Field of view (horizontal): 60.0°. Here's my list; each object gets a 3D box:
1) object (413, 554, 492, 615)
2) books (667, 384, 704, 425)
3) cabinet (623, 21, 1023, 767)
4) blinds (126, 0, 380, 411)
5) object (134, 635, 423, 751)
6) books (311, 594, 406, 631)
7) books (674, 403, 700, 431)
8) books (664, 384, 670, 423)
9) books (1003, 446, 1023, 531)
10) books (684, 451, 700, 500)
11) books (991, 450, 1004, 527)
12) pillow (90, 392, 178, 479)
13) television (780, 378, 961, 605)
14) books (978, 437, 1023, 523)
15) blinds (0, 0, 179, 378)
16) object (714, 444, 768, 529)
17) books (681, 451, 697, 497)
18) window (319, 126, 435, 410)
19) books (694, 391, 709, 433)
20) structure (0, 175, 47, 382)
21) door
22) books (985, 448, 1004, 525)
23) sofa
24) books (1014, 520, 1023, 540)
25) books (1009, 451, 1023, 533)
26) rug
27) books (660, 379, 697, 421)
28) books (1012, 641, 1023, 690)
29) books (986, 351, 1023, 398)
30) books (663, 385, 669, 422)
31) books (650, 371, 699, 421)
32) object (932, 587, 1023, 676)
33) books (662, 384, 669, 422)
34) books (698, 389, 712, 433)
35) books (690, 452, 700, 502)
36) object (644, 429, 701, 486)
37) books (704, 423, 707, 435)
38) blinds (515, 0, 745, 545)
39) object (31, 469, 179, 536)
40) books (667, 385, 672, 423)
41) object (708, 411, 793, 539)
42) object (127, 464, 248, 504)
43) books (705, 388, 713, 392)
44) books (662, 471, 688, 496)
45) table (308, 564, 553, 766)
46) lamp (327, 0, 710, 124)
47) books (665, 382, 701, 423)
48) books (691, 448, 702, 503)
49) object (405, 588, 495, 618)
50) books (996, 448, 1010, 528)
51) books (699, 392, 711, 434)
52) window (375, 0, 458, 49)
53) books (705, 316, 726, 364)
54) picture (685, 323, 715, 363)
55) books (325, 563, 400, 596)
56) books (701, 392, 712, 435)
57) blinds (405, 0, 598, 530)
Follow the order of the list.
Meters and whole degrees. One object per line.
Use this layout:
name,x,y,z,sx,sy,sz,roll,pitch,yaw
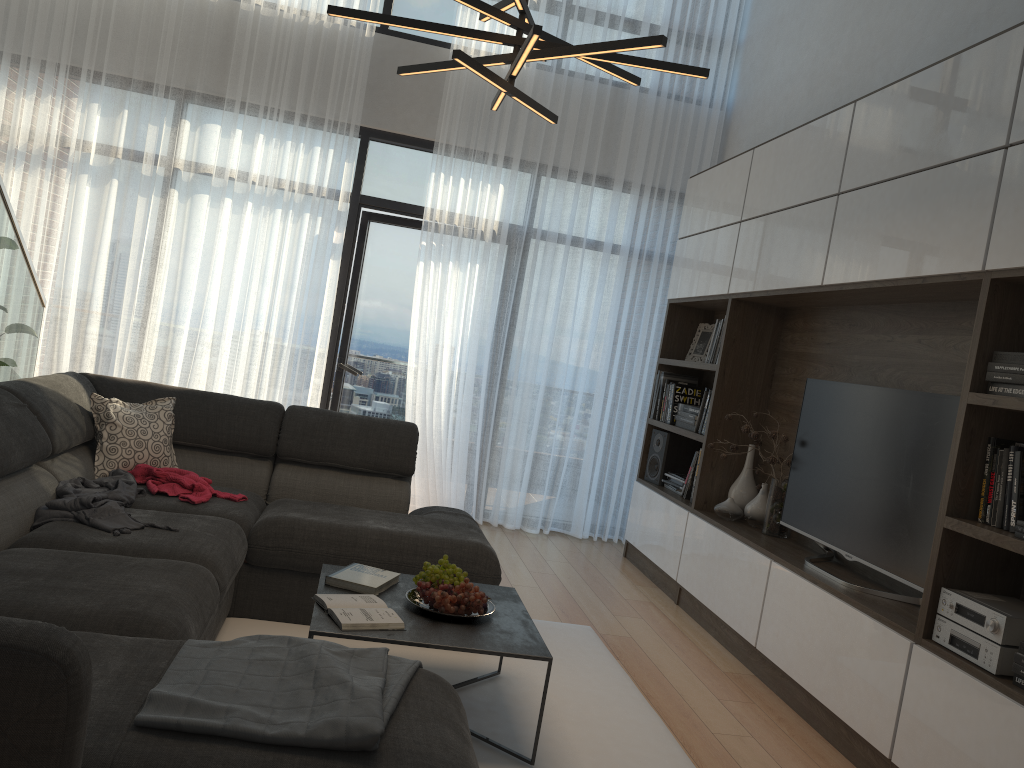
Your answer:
object,-0.182,0.647,2.863,0.256,0.173,0.279,9,2,-12
books,1.059,0.135,5.408,0.191,0.249,0.083,9,2,-10
cabinet,1.397,0.051,3.788,0.338,2.494,4.036,9,2,-10
blinds,-1.556,-2.104,5.602,1.374,5.581,0.218,9,2,-12
object,-0.499,0.765,1.948,0.548,0.369,0.685,10,2,-2
books,-0.462,0.679,2.668,0.199,0.025,0.294,8,2,-30
books,1.142,0.214,5.207,0.277,0.137,0.343,9,2,-10
books,1.037,0.132,5.499,0.169,0.242,0.050,9,2,-10
books,1.575,0.326,2.667,0.193,0.255,0.066,9,2,-10
books,1.120,0.536,5.073,0.210,0.289,0.100,9,2,-10
books,1.562,0.331,2.717,0.170,0.236,0.049,9,2,-9
pillow,-1.511,0.299,2.680,0.386,0.364,2.734,10,2,-6
television,1.424,0.398,3.557,0.229,0.779,1.220,9,2,-10
books,1.566,0.312,2.773,0.202,0.268,0.053,9,2,-10
blinds,-2.606,-2.276,5.398,1.223,5.581,0.218,9,2,-12
object,1.250,0.523,4.586,0.313,0.397,0.313,11,3,33
books,1.129,0.538,5.127,0.232,0.284,0.142,9,2,-10
window,-1.180,-0.477,5.995,4.808,2.501,0.119,9,2,-10
books,1.124,0.169,4.944,0.172,0.242,0.069,9,2,-9
structure,-2.223,-0.726,1.192,1.289,3.460,5.660,9,2,-10
door,-0.660,-0.142,6.208,1.118,1.976,0.206,10,2,0
books,1.565,0.329,2.741,0.189,0.240,0.053,9,2,-9
sofa,-0.951,0.446,2.886,2.108,0.995,3.169,9,2,-9
books,1.562,0.438,2.387,0.250,0.047,0.310,10,2,-4
books,1.571,0.332,2.636,0.177,0.242,0.066,9,2,-10
rug,-0.205,1.074,2.753,1.606,0.013,2.496,9,2,-10
books,1.045,0.117,5.579,0.202,0.268,0.053,9,2,-10
books,1.529,0.796,2.324,0.248,0.123,0.307,9,2,-15
books,1.634,-0.002,2.610,0.277,0.137,0.343,9,2,-15
books,1.041,0.135,5.522,0.170,0.236,0.049,9,2,-9
books,1.039,0.090,5.667,0.259,0.321,0.128,9,2,-10
object,1.464,0.746,2.643,0.270,0.174,0.285,9,2,-10
books,1.043,0.134,5.547,0.189,0.240,0.053,9,2,-9
books,1.154,0.168,4.924,0.192,0.254,0.075,9,2,-10
books,1.132,0.537,5.009,0.213,0.301,0.028,9,2,-10
object,1.013,0.475,5.629,0.244,0.331,0.214,9,2,-19
books,1.169,0.171,4.827,0.197,0.260,0.066,9,2,-10
blinds,0.887,-1.701,6.017,1.163,5.581,0.218,9,2,-12
object,-1.505,0.420,3.193,0.411,0.118,0.905,8,3,-34
books,1.050,0.136,5.442,0.177,0.242,0.066,9,2,-10
object,1.222,0.423,4.399,0.542,0.598,0.317,11,2,26
object,-1.383,0.398,3.628,0.536,0.077,0.323,11,2,24
books,1.150,0.162,4.970,0.197,0.260,0.066,9,2,-10
books,1.039,0.608,5.348,0.204,0.099,0.325,9,2,-10
table,-0.303,0.875,2.865,0.700,0.323,0.700,9,2,-10
lamp,0.299,-2.698,2.695,1.200,3.645,0.831,10,2,0
books,1.054,0.130,5.472,0.193,0.255,0.066,9,2,-10
books,1.144,0.532,4.978,0.237,0.314,0.034,9,2,-10
object,-0.202,0.714,2.871,0.295,0.026,0.295,9,2,-16
books,1.559,0.327,2.693,0.169,0.242,0.050,9,2,-10
books,1.145,0.172,4.896,0.179,0.243,0.071,9,2,-11
window,-0.657,-3.531,5.879,4.808,2.500,0.119,9,2,-10
books,1.281,-0.239,5.100,0.185,0.299,0.367,9,2,-10
picture,1.231,-0.254,5.644,0.114,0.270,0.216,9,2,-29
books,-0.500,0.657,2.991,0.179,0.029,0.225,10,2,13
books,1.162,0.173,4.860,0.191,0.249,0.084,9,2,-10
blinds,0.035,-1.839,5.790,0.858,5.579,0.589,8,3,-33
